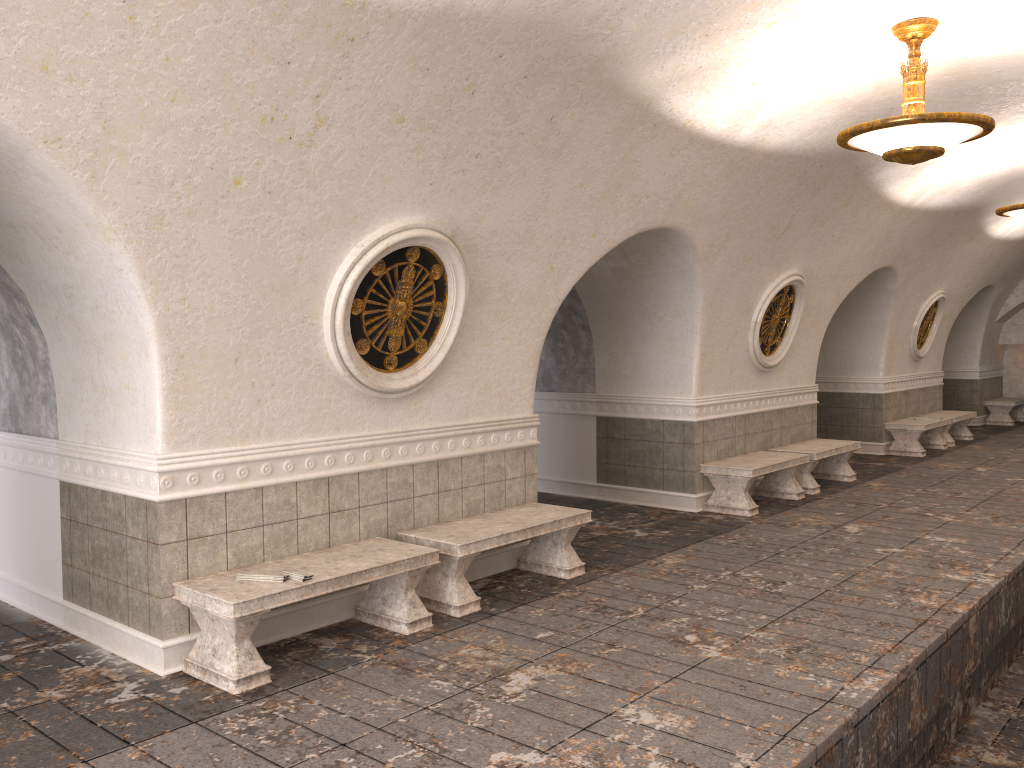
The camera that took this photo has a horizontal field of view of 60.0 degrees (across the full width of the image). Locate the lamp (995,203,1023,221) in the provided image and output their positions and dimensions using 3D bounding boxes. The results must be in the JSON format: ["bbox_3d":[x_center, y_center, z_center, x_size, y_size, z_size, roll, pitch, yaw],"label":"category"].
[{"bbox_3d":[5.945,-2.210,9.846,1.008,0.955,1.008,-2,3,-33],"label":"lamp"}]

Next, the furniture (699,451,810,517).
[{"bbox_3d":[2.736,1.094,9.918,0.613,0.508,1.509,2,4,41],"label":"furniture"}]

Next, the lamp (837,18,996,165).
[{"bbox_3d":[2.803,-2.010,6.186,1.008,0.955,1.008,-2,3,-33],"label":"lamp"}]

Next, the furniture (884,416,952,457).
[{"bbox_3d":[6.617,0.847,14.439,0.613,0.508,1.509,2,4,41],"label":"furniture"}]

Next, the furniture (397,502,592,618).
[{"bbox_3d":[-0.088,1.274,6.628,0.613,0.508,1.509,2,4,41],"label":"furniture"}]

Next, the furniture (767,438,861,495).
[{"bbox_3d":[3.831,1.024,11.193,0.613,0.508,1.509,2,4,41],"label":"furniture"}]

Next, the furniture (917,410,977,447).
[{"bbox_3d":[7.711,0.778,15.714,0.613,0.508,1.509,2,4,41],"label":"furniture"}]

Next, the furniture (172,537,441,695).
[{"bbox_3d":[-1.182,1.343,5.354,0.613,0.508,1.509,2,4,41],"label":"furniture"}]

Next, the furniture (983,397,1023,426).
[{"bbox_3d":[10.718,0.586,19.217,0.613,0.508,1.509,2,4,41],"label":"furniture"}]
